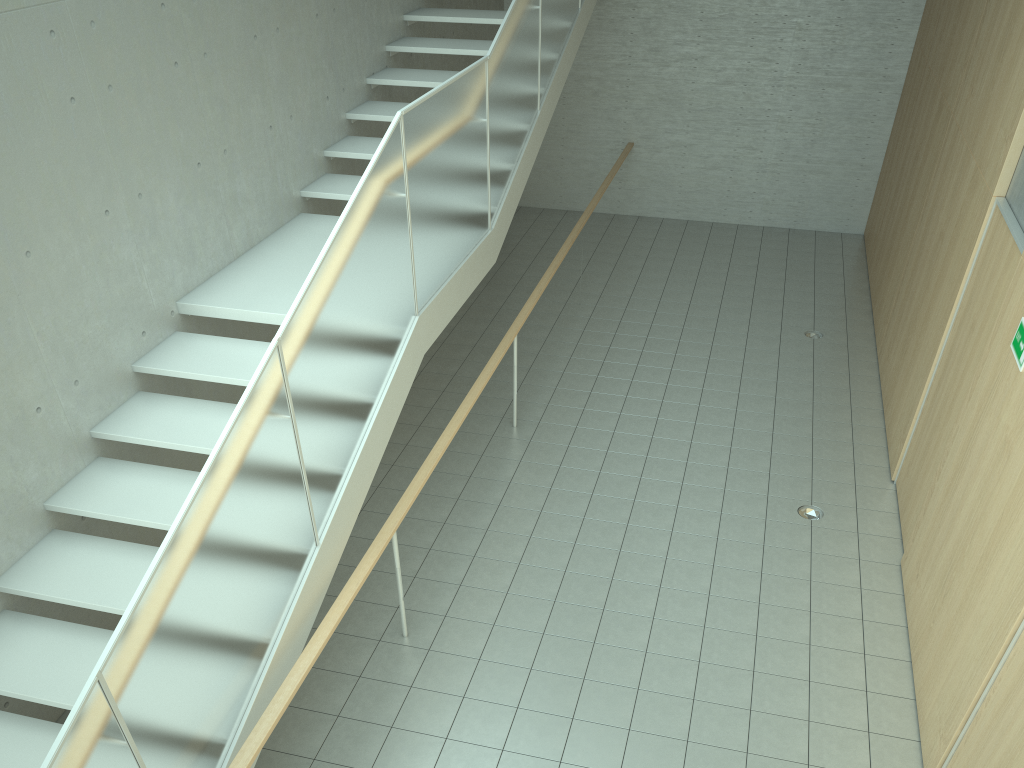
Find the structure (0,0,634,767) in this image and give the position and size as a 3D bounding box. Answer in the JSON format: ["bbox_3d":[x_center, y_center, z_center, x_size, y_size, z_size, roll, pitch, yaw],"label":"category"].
[{"bbox_3d":[-0.961,-1.292,5.839,1.866,4.940,10.942,10,34,14],"label":"structure"}]
